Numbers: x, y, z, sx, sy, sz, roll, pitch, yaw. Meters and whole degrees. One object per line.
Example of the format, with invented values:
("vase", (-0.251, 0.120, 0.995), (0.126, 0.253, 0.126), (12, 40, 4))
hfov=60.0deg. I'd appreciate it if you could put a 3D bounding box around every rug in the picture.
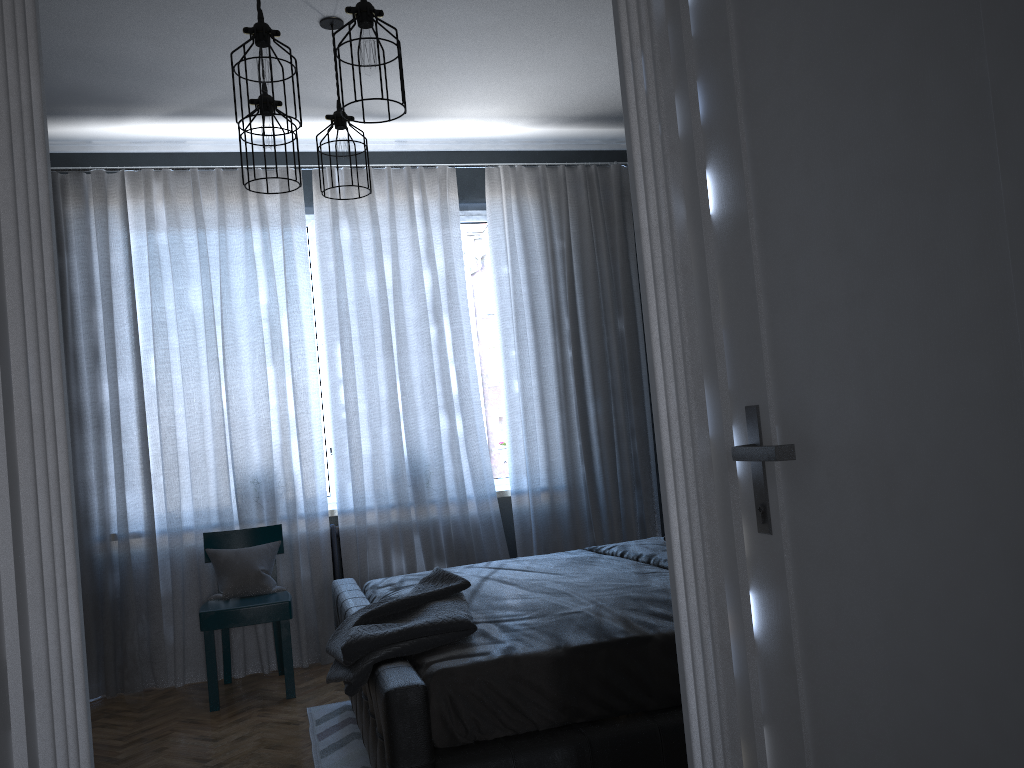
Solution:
("rug", (0.020, 1.354, 3.281), (1.458, 0.013, 2.047), (-4, -3, -15))

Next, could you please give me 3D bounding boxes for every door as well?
("door", (-0.635, 0.178, 0.857), (0.162, 2.185, 0.857), (-5, -3, -16))
("door", (0.503, 0.089, 1.173), (0.162, 2.185, 0.857), (-5, -3, -16))

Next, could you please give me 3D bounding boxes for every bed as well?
("bed", (0.451, 0.742, 3.473), (2.374, 1.161, 2.268), (-4, -3, -15))

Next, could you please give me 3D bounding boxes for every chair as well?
("chair", (-1.332, 1.146, 4.476), (0.435, 0.798, 0.593), (-5, -3, -15))

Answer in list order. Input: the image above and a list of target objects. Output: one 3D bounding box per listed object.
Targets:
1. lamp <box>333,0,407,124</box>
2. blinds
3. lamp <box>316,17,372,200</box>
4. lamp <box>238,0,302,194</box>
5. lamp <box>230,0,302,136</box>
("lamp", (-0.479, -1.252, 2.855), (0.210, 0.769, 0.210), (-5, -2, -2))
("blinds", (-0.998, 0.143, 5.062), (3.991, 2.787, 0.312), (-5, -2, -15))
("lamp", (-0.742, -1.185, 3.805), (0.210, 0.746, 0.210), (-5, -2, -2))
("lamp", (-0.957, -1.158, 3.424), (0.210, 0.804, 0.210), (-5, -2, -2))
("lamp", (-0.863, -1.238, 3.051), (0.210, 0.713, 0.210), (-5, -2, -2))
